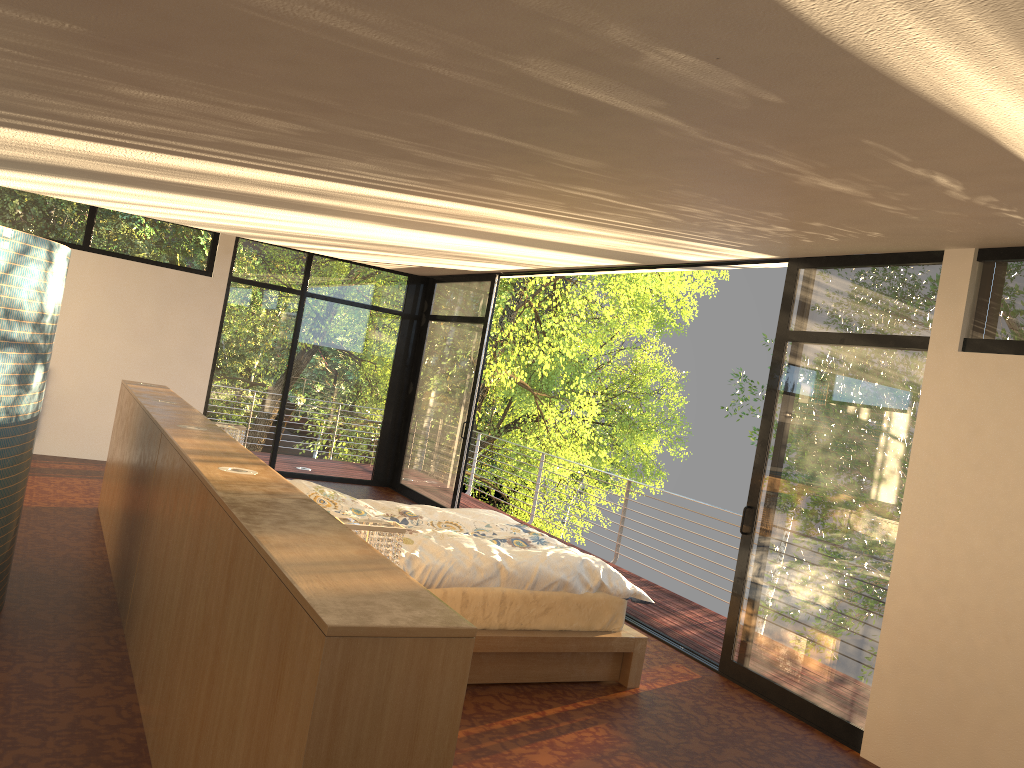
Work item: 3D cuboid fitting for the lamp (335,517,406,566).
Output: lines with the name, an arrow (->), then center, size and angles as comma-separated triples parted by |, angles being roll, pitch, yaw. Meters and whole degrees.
lamp -> -0.576, 0.772, 3.316 | 0.254, 0.523, 0.121 | 11, -1, -29

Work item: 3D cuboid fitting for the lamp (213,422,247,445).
lamp -> -1.977, 0.622, 5.930 | 0.268, 0.730, 0.158 | 11, -1, -29

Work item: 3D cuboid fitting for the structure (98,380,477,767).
structure -> -1.582, 0.711, 4.199 | 0.317, 0.974, 5.631 | 11, 0, -28

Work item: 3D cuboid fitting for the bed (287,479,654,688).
bed -> -0.579, 1.019, 4.934 | 2.214, 0.712, 1.777 | 10, 0, -29

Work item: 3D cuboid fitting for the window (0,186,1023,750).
window -> -1.857, -0.119, 4.289 | 7.037, 2.514, 10.020 | 10, 0, -29

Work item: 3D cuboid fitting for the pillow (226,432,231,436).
pillow -> -1.532, 0.519, 4.810 | 0.260, 0.439, 0.603 | 11, 0, -25
